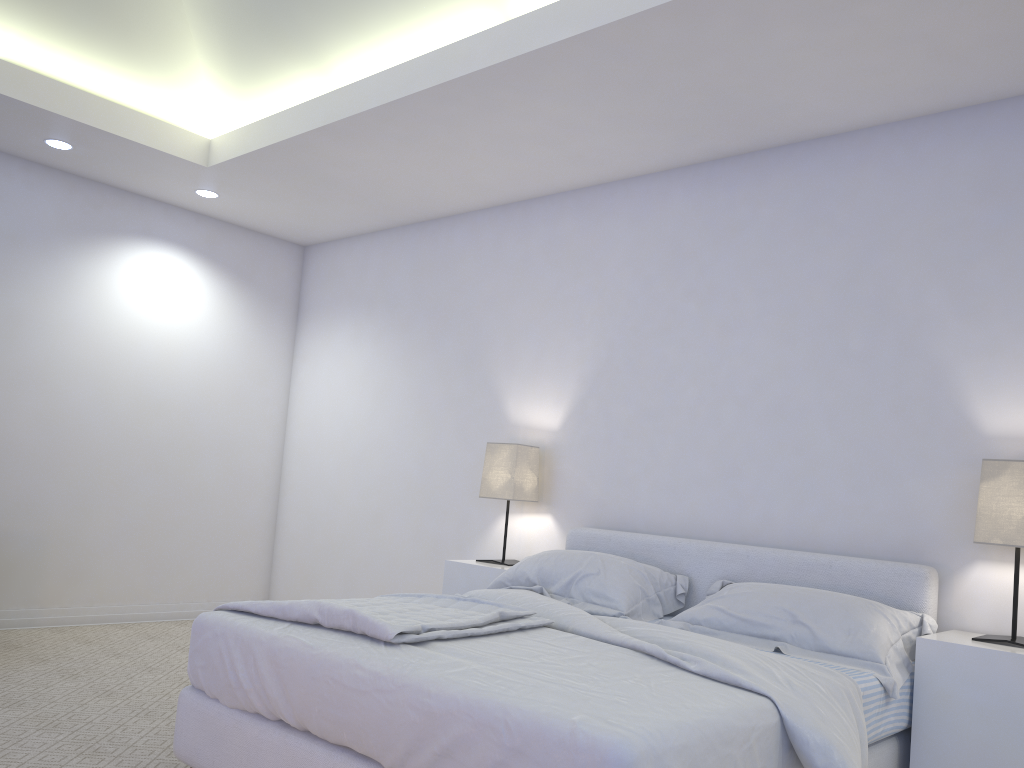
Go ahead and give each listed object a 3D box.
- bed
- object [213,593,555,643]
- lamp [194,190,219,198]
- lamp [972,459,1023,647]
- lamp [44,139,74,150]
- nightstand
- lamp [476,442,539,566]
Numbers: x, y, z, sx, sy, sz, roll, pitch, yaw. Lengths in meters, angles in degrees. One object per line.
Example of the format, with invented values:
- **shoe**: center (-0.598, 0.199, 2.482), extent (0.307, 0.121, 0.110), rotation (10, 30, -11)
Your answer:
- **bed**: center (0.266, 0.917, 2.881), extent (1.968, 0.811, 2.029), rotation (-1, -9, 41)
- **object**: center (-0.437, 0.895, 2.787), extent (0.913, 0.464, 0.722), rotation (0, -8, 38)
- **lamp**: center (-1.745, -1.082, 5.065), extent (0.137, 0.014, 0.138), rotation (3, -7, 14)
- **lamp**: center (1.625, 0.541, 2.846), extent (0.210, 0.580, 0.211), rotation (1, -6, 42)
- **lamp**: center (-2.286, -1.201, 4.464), extent (0.137, 0.014, 0.138), rotation (3, -7, 14)
- **nightstand**: center (0.734, 1.142, 3.505), extent (2.549, 0.597, 0.402), rotation (-1, -8, 42)
- **lamp**: center (-0.018, 0.586, 4.334), extent (0.210, 0.580, 0.211), rotation (2, -5, 37)
